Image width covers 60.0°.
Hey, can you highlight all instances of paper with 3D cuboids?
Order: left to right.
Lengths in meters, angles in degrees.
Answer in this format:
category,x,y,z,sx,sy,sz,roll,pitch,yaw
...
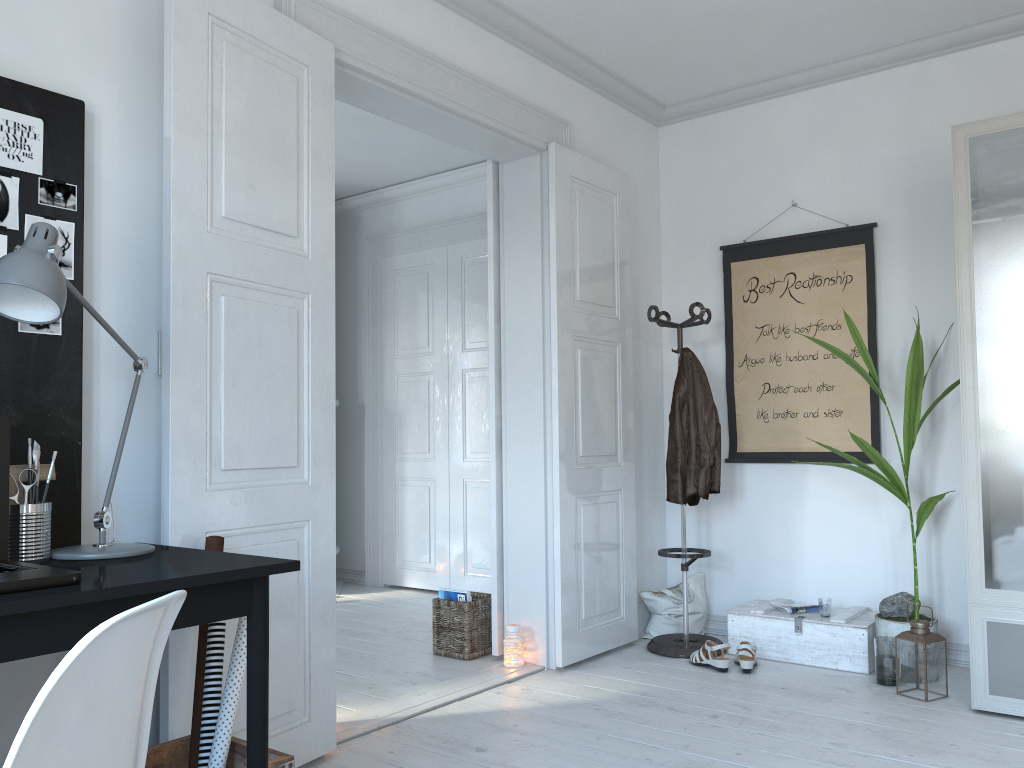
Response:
category,x,y,z,sx,sy,sz,roll,pitch,yaw
paper,-0.782,0.772,2.254,0.048,0.746,0.297,0,-3,-7
paper,-0.743,0.810,2.188,0.043,0.668,0.266,0,-3,-7
paper,-0.695,0.824,2.151,0.041,0.626,0.283,-1,-3,16
paper,1.353,1.046,4.173,0.222,0.031,0.175,1,-4,-20

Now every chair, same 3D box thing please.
category,x,y,z,sx,sy,sz,roll,pitch,yaw
chair,-0.691,0.674,1.068,0.554,0.823,0.475,-1,-3,3

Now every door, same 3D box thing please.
category,x,y,z,sx,sy,sz,roll,pitch,yaw
door,-0.339,-0.008,3.541,0.578,2.503,2.600,-3,-4,38
door,-0.335,0.152,6.007,1.600,2.503,0.306,-3,-4,38

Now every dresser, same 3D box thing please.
category,x,y,z,sx,sy,sz,roll,pitch,yaw
dresser,2.415,0.084,3.088,1.433,2.161,0.631,-3,-4,38

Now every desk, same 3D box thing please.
category,x,y,z,sx,sy,sz,roll,pitch,yaw
desk,-1.062,0.749,1.630,0.651,0.758,1.160,-3,-4,38

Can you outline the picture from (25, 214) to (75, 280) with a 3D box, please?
category,x,y,z,sx,sy,sz,roll,pitch,yaw
picture,-1.158,-0.345,2.221,0.002,0.152,0.121,-3,-4,38

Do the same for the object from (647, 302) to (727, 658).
category,x,y,z,sx,sy,sz,roll,pitch,yaw
object,0.830,0.449,4.307,0.375,1.657,0.375,2,-4,-45

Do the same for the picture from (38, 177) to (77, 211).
category,x,y,z,sx,sy,sz,roll,pitch,yaw
picture,-1.149,-0.482,2.244,0.001,0.071,0.095,-3,-4,38

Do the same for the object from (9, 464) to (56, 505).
category,x,y,z,sx,sy,sz,roll,pitch,yaw
object,-1.090,0.288,2.020,0.034,0.208,0.138,-2,-3,18

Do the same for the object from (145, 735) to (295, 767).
category,x,y,z,sx,sy,sz,roll,pitch,yaw
object,-0.842,1.001,1.901,0.339,0.282,0.665,-3,-4,38

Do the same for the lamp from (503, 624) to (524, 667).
category,x,y,z,sx,sy,sz,roll,pitch,yaw
lamp,0.008,1.168,3.957,0.093,0.179,0.093,-2,-3,21

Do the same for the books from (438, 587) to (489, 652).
category,x,y,z,sx,sy,sz,roll,pitch,yaw
books,-0.220,1.124,4.264,0.180,0.299,0.201,-3,-4,38

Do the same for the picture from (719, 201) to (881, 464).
category,x,y,z,sx,sy,sz,roll,pitch,yaw
picture,1.420,-0.263,4.408,0.793,1.312,0.057,-3,-4,38

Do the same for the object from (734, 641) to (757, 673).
category,x,y,z,sx,sy,sz,roll,pitch,yaw
object,1.041,1.190,3.933,0.099,0.125,0.272,-1,-4,10

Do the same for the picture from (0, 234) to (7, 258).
category,x,y,z,sx,sy,sz,roll,pitch,yaw
picture,-1.251,-0.291,2.096,0.001,0.150,0.107,-3,-4,38

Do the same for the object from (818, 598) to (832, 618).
category,x,y,z,sx,sy,sz,roll,pitch,yaw
object,1.410,1.009,3.996,0.060,0.081,0.060,-1,-3,3

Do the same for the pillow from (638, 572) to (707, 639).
category,x,y,z,sx,sy,sz,roll,pitch,yaw
pillow,0.844,1.138,4.569,0.273,0.314,0.317,-3,-4,38

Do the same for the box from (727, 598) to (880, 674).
category,x,y,z,sx,sy,sz,roll,pitch,yaw
box,1.369,1.150,4.106,0.642,0.218,0.376,-3,-4,38

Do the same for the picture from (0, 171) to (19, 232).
category,x,y,z,sx,sy,sz,roll,pitch,yaw
picture,-1.230,-0.441,2.134,0.002,0.145,0.083,-3,-4,38

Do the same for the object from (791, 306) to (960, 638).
category,x,y,z,sx,sy,sz,roll,pitch,yaw
object,1.589,0.454,3.723,1.044,1.552,0.289,1,-3,-23

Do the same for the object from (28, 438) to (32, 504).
category,x,y,z,sx,sy,sz,roll,pitch,yaw
object,-1.075,0.254,1.978,0.008,0.267,0.060,1,-3,-36

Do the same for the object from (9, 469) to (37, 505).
category,x,y,z,sx,sy,sz,roll,pitch,yaw
object,-1.091,0.286,1.949,0.081,0.198,0.050,1,-3,-27

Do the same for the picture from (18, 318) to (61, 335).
category,x,y,z,sx,sy,sz,roll,pitch,yaw
picture,-1.169,-0.193,2.198,0.001,0.136,0.103,-3,-4,38

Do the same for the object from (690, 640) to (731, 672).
category,x,y,z,sx,sy,sz,roll,pitch,yaw
object,0.874,1.193,3.947,0.099,0.125,0.272,0,-4,-20

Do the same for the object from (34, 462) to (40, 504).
category,x,y,z,sx,sy,sz,roll,pitch,yaw
object,-1.062,0.279,1.977,0.009,0.221,0.083,0,-3,-23

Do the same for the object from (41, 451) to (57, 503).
category,x,y,z,sx,sy,sz,roll,pitch,yaw
object,-1.051,0.270,1.984,0.009,0.239,0.084,-1,-3,15

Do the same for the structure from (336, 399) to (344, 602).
category,x,y,z,sx,sy,sz,roll,pitch,yaw
structure,-1.575,0.087,5.989,0.800,2.825,1.249,0,-3,-7

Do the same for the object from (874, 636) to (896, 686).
category,x,y,z,sx,sy,sz,roll,pitch,yaw
object,1.542,1.136,3.638,0.100,0.180,0.100,-1,-3,8

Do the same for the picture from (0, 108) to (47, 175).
category,x,y,z,sx,sy,sz,roll,pitch,yaw
picture,-1.211,-0.600,2.168,0.004,0.154,0.148,-3,-4,38

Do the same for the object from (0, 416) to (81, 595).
category,x,y,z,sx,sy,sz,roll,pitch,yaw
object,-1.045,0.207,1.546,0.325,0.315,0.446,-3,-4,38

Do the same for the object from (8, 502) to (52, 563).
category,x,y,z,sx,sy,sz,roll,pitch,yaw
object,-1.075,0.326,1.949,0.108,0.128,0.108,2,-4,-37

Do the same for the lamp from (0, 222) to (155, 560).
category,x,y,z,sx,sy,sz,roll,pitch,yaw
lamp,-0.973,0.035,1.991,0.230,0.715,0.617,-1,-3,8

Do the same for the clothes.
category,x,y,z,sx,sy,sz,roll,pitch,yaw
clothes,0.872,0.205,4.262,0.237,0.769,0.211,0,-3,-19

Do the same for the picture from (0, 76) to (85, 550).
category,x,y,z,sx,sy,sz,roll,pitch,yaw
picture,-1.416,-0.175,1.926,0.064,1.171,0.953,-3,-4,38

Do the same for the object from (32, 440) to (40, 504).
category,x,y,z,sx,sy,sz,roll,pitch,yaw
object,-1.072,0.258,1.982,0.012,0.264,0.062,0,-3,-10

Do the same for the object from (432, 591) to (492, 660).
category,x,y,z,sx,sy,sz,roll,pitch,yaw
object,-0.212,1.157,4.272,0.224,0.264,0.270,-3,-4,38

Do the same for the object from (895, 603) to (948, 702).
category,x,y,z,sx,sy,sz,roll,pitch,yaw
object,1.598,1.043,3.471,0.132,0.351,0.138,1,-3,-30
